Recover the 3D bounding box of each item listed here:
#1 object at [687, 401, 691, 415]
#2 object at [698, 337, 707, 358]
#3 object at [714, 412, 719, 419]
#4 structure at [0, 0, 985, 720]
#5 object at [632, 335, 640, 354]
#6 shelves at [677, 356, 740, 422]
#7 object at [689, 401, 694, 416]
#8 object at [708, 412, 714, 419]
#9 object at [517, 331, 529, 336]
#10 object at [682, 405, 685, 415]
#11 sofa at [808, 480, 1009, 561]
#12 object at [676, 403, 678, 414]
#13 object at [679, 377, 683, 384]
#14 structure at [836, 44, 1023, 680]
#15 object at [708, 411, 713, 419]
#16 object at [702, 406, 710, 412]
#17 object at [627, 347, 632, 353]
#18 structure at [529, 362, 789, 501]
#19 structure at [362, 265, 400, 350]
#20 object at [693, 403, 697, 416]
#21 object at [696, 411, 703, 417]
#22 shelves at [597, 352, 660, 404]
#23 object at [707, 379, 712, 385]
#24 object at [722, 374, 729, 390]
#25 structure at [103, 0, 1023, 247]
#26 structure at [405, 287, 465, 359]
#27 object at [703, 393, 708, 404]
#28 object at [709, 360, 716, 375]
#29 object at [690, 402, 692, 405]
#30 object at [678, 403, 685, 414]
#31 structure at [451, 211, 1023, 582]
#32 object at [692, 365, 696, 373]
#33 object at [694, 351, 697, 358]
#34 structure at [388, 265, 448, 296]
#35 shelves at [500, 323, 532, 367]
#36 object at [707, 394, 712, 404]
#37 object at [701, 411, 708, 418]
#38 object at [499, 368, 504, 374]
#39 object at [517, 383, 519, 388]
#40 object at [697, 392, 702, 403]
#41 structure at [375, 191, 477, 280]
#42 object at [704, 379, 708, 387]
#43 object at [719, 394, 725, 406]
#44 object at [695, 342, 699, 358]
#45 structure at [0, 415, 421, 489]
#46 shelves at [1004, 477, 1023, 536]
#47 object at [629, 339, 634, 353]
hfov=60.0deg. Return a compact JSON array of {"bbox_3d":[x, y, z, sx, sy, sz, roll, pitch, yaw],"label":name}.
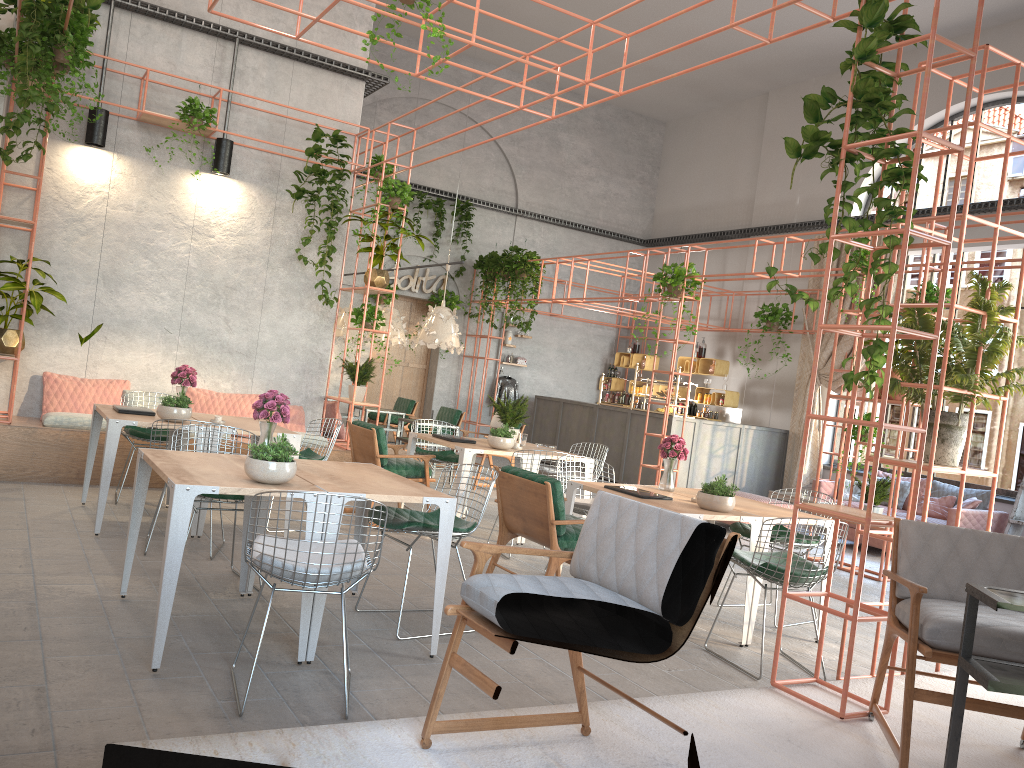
[{"bbox_3d":[3.177,0.416,15.971,0.066,0.291,0.066,8,0,44],"label":"object"},{"bbox_3d":[3.444,-0.651,16.021,0.134,0.386,0.134,7,0,-41],"label":"object"},{"bbox_3d":[3.602,0.556,15.620,0.073,0.131,0.073,7,0,-37],"label":"object"},{"bbox_3d":[-3.056,-1.350,9.002,4.501,4.345,14.096,7,0,-31],"label":"structure"},{"bbox_3d":[2.488,-0.786,17.680,0.134,0.386,0.134,8,0,4],"label":"object"},{"bbox_3d":[3.302,0.452,15.954,0.328,1.838,1.750,7,0,-30],"label":"shelves"},{"bbox_3d":[3.251,0.431,16.021,0.065,0.280,0.065,8,0,13],"label":"object"},{"bbox_3d":[3.497,0.554,15.645,0.115,0.107,0.115,7,0,-24],"label":"object"},{"bbox_3d":[0.221,-0.996,17.325,0.263,0.101,0.013,7,0,-30],"label":"object"},{"bbox_3d":[3.128,0.432,16.039,0.082,0.246,0.082,7,0,2],"label":"object"},{"bbox_3d":[4.725,1.722,11.401,1.960,0.672,2.219,7,0,-30],"label":"sofa"},{"bbox_3d":[3.022,0.432,16.220,0.073,0.219,0.105,7,0,-24],"label":"object"},{"bbox_3d":[3.120,-0.049,16.461,0.115,0.147,0.115,7,0,-21],"label":"object"},{"bbox_3d":[2.472,-0.019,5.087,0.624,3.602,0.424,7,0,-30],"label":"structure"},{"bbox_3d":[3.481,0.540,15.543,0.073,0.131,0.073,7,0,-37],"label":"object"},{"bbox_3d":[3.429,0.439,15.669,0.115,0.107,0.115,8,0,26],"label":"object"},{"bbox_3d":[2.334,-0.673,17.636,0.088,0.123,0.088,8,0,26],"label":"object"},{"bbox_3d":[2.533,0.720,15.990,2.579,2.022,4.057,7,0,-30],"label":"structure"},{"bbox_3d":[-2.487,-1.400,15.896,0.921,1.527,0.950,8,0,3],"label":"structure"},{"bbox_3d":[3.320,0.437,16.064,0.074,0.287,0.072,7,0,2],"label":"object"},{"bbox_3d":[3.325,0.531,15.695,0.115,0.107,0.115,7,0,-33],"label":"object"},{"bbox_3d":[2.346,0.318,17.613,0.328,1.838,1.750,7,0,-30],"label":"shelves"},{"bbox_3d":[3.470,-0.004,15.593,0.083,0.159,0.083,8,0,15],"label":"object"},{"bbox_3d":[3.714,-0.028,15.428,0.075,0.273,0.075,7,0,-41],"label":"object"},{"bbox_3d":[0.141,-3.254,8.519,15.603,0.110,15.203,7,0,-30],"label":"structure"},{"bbox_3d":[-1.379,-1.238,16.597,0.950,1.527,0.921,7,0,-32],"label":"structure"},{"bbox_3d":[3.408,0.256,15.578,0.069,0.191,0.069,8,0,5],"label":"object"},{"bbox_3d":[3.555,-0.287,15.669,0.137,0.261,0.137,8,0,6],"label":"object"},{"bbox_3d":[3.265,0.449,16.238,0.072,0.248,0.094,7,0,-30],"label":"object"},{"bbox_3d":[3.082,0.425,16.129,0.072,0.248,0.094,7,0,-30],"label":"object"},{"bbox_3d":[4.136,0.144,11.424,4.157,4.247,14.689,7,0,-30],"label":"structure"},{"bbox_3d":[3.305,-0.262,15.966,0.123,0.142,0.141,7,0,-30],"label":"object"},{"bbox_3d":[3.290,-0.539,15.977,0.088,0.123,0.088,8,0,26],"label":"object"},{"bbox_3d":[-1.771,-1.925,16.204,1.312,0.505,0.063,7,0,-30],"label":"structure"},{"bbox_3d":[0.083,-0.751,17.243,0.560,0.790,0.186,7,0,-30],"label":"shelves"},{"bbox_3d":[3.454,0.263,15.499,0.069,0.191,0.069,7,0,-13],"label":"object"},{"bbox_3d":[3.390,0.540,15.582,0.115,0.107,0.115,8,0,26],"label":"object"},{"bbox_3d":[-0.206,-0.242,17.193,0.093,0.121,0.049,7,0,-28],"label":"object"},{"bbox_3d":[0.116,0.055,17.410,0.033,0.146,0.070,8,0,31],"label":"object"},{"bbox_3d":[3.327,0.245,15.719,0.069,0.191,0.069,7,0,-18],"label":"object"},{"bbox_3d":[-1.604,-2.747,16.110,1.939,1.514,0.856,7,0,-36],"label":"structure"},{"bbox_3d":[3.424,-0.011,15.672,0.083,0.159,0.083,8,0,15],"label":"object"},{"bbox_3d":[3.645,0.281,15.254,0.131,0.207,0.131,8,0,15],"label":"object"},{"bbox_3d":[3.374,-0.619,16.205,0.134,0.301,0.134,7,0,-41],"label":"object"},{"bbox_3d":[-4.374,0.612,11.330,4.386,0.500,5.831,7,0,-30],"label":"structure"},{"bbox_3d":[6.378,1.475,10.388,0.856,1.618,0.842,7,0,-30],"label":"shelves"},{"bbox_3d":[2.418,-0.754,17.864,0.134,0.301,0.134,7,0,-41],"label":"object"}]
